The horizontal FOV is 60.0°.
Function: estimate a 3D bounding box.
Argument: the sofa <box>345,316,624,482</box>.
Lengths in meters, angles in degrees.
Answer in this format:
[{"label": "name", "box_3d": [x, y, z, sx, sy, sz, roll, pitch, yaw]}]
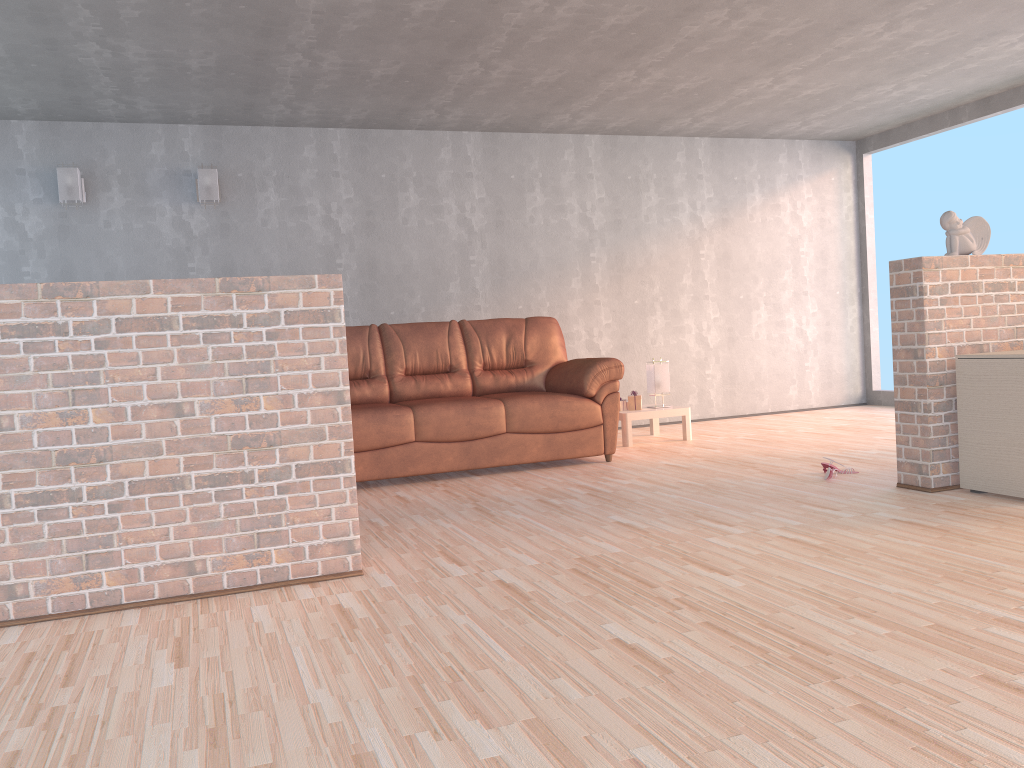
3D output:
[{"label": "sofa", "box_3d": [-0.466, 0.046, 5.650, 2.202, 0.923, 0.981, -4, 3, -20]}]

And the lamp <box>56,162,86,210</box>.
[{"label": "lamp", "box_3d": [-2.976, -1.330, 5.973, 0.165, 0.319, 0.168, -4, 3, -20]}]

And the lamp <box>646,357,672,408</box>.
[{"label": "lamp", "box_3d": [1.091, -0.009, 6.619, 0.140, 0.376, 0.140, -4, 3, -20]}]

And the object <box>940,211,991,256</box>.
[{"label": "object", "box_3d": [2.095, -0.699, 4.130, 0.216, 0.218, 0.131, -4, 3, -20]}]

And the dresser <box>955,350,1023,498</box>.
[{"label": "dresser", "box_3d": [2.877, 0.124, 3.943, 1.686, 0.612, 0.605, -4, 3, -20]}]

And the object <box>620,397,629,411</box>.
[{"label": "object", "box_3d": [0.816, 0.144, 6.566, 0.080, 0.105, 0.152, -1, 3, 39]}]

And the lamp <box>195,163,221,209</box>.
[{"label": "lamp", "box_3d": [-2.148, -1.394, 6.274, 0.165, 0.319, 0.177, -4, 3, -20]}]

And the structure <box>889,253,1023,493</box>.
[{"label": "structure", "box_3d": [2.477, -0.092, 4.287, 1.422, 1.057, 0.211, -4, 3, -20]}]

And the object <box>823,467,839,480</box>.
[{"label": "object", "box_3d": [1.624, 0.449, 4.506, 0.078, 0.066, 0.192, -3, 3, 16]}]

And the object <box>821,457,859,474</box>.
[{"label": "object", "box_3d": [1.722, 0.427, 4.658, 0.188, 0.085, 0.069, -3, 3, 19]}]

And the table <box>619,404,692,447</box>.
[{"label": "table", "box_3d": [0.965, 0.303, 6.623, 0.548, 0.241, 0.548, -4, 3, -20]}]

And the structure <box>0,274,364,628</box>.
[{"label": "structure", "box_3d": [-1.254, 0.194, 2.951, 1.422, 1.057, 0.211, -4, 3, -20]}]

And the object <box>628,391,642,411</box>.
[{"label": "object", "box_3d": [0.903, 0.118, 6.520, 0.099, 0.147, 0.102, -3, 3, 9]}]
